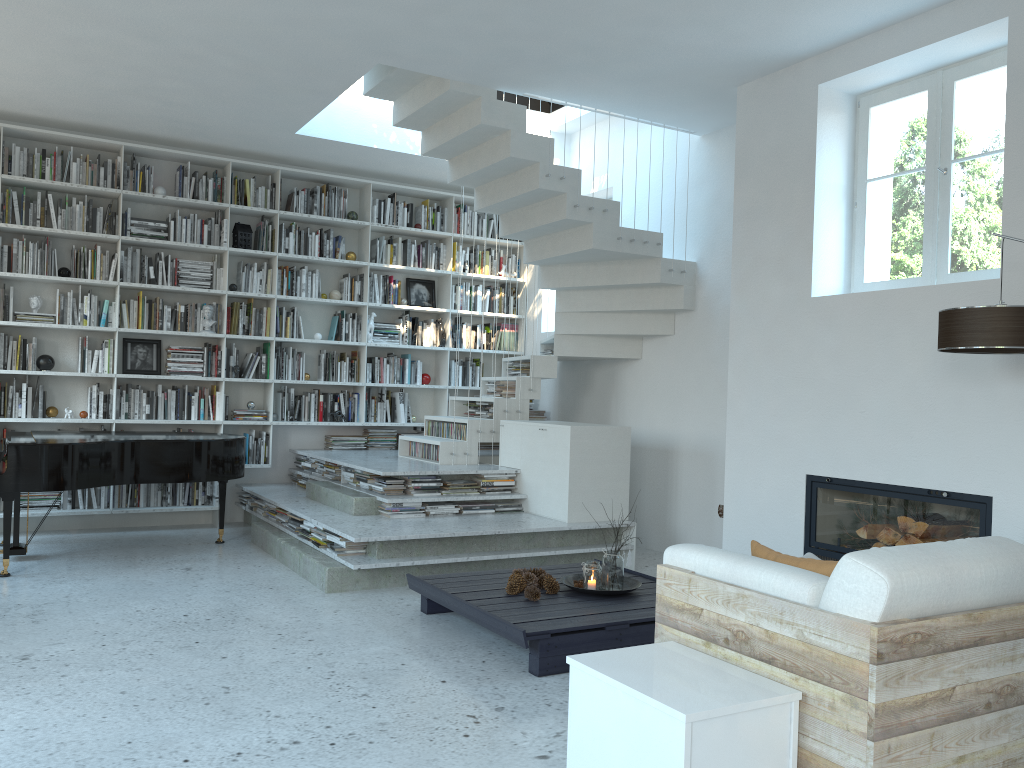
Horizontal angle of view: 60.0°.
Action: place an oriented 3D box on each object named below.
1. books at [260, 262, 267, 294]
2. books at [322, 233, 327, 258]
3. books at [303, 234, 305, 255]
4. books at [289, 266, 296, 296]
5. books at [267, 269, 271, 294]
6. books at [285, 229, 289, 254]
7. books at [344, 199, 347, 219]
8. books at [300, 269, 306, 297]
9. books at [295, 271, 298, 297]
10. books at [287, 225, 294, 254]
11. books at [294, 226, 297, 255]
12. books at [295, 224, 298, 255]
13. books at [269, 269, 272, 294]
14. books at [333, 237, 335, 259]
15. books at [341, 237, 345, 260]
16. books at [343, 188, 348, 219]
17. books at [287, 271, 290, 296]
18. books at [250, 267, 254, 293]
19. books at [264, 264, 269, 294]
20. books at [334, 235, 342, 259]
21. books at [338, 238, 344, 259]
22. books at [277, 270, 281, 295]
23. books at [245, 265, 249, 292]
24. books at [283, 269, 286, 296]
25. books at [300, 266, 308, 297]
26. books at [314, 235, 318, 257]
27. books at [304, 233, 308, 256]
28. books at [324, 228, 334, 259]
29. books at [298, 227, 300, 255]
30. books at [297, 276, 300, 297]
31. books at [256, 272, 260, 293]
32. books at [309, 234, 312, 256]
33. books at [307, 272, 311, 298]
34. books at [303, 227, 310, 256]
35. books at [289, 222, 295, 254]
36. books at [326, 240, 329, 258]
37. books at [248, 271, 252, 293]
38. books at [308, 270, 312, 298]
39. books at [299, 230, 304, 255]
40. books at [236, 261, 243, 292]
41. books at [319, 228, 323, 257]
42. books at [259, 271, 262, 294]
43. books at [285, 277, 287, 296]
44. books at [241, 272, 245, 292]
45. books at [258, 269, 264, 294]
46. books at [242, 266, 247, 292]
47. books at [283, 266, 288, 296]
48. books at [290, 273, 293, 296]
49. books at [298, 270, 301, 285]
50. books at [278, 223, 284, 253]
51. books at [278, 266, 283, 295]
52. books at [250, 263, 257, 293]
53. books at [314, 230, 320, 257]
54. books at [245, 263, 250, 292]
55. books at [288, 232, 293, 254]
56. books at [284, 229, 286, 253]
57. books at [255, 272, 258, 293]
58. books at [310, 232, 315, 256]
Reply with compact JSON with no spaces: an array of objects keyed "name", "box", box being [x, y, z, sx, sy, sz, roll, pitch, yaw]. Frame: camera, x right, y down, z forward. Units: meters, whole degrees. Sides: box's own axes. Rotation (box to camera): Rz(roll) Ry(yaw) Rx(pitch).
[{"name":"books","box":[-2.209,-0.923,7.846,0.028,0.293,0.154,2,0,-30]},{"name":"books","box":[-1.736,-1.245,8.100,0.030,0.238,0.185,2,0,-30]},{"name":"books","box":[-1.906,-1.240,8.024,0.014,0.215,0.132,2,0,-30]},{"name":"books","box":[-1.976,-0.909,7.961,0.014,0.280,0.177,2,0,-30]},{"name":"books","box":[-2.173,-0.890,7.846,0.028,0.230,0.176,2,0,-30]},{"name":"books","box":[-2.033,-1.259,7.941,0.026,0.243,0.148,2,0,-30]},{"name":"books","box":[-1.563,-1.591,8.191,0.014,0.209,0.188,2,0,-30]},{"name":"books","box":[-1.904,-0.897,7.998,0.030,0.263,0.182,2,0,-30]},{"name":"books","box":[-1.964,-0.887,7.975,0.022,0.237,0.164,2,0,-30]},{"name":"books","box":[-1.993,-1.278,7.962,0.011,0.283,0.173,2,0,-30]},{"name":"books","box":[-1.968,-1.269,7.968,0.010,0.268,0.166,2,0,-30]},{"name":"books","box":[-1.953,-1.282,7.994,0.021,0.296,0.138,2,0,-30]},{"name":"books","box":[-2.164,-0.894,7.869,0.026,0.238,0.173,2,0,-30]},{"name":"books","box":[-1.664,-1.230,8.148,0.030,0.213,0.156,2,0,-30]},{"name":"books","box":[-1.583,-1.235,8.212,0.026,0.229,0.140,2,0,-30]},{"name":"books","box":[-1.553,-1.640,8.198,0.006,0.306,0.163,2,0,-30]},{"name":"books","box":[-2.019,-0.888,7.957,0.013,0.236,0.157,2,0,-30]},{"name":"books","box":[-2.304,-0.898,7.790,0.023,0.236,0.178,2,0,-30]},{"name":"books","box":[-2.195,-0.915,7.852,0.025,0.277,0.173,2,0,-30]},{"name":"books","box":[-1.622,-1.240,8.159,0.054,0.235,0.171,2,0,-30]},{"name":"books","box":[-1.607,-1.229,8.178,0.048,0.216,0.182,2,0,-30]},{"name":"books","box":[-2.098,-0.894,7.925,0.030,0.242,0.138,2,0,-30]},{"name":"books","box":[-2.342,-0.907,7.774,0.028,0.250,0.164,2,0,-30]},{"name":"books","box":[-2.057,-0.895,7.925,0.014,0.248,0.176,2,0,-30]},{"name":"books","box":[-1.892,-0.913,8.035,0.027,0.295,0.159,2,0,-30]},{"name":"books","box":[-1.801,-1.233,8.052,0.021,0.209,0.180,2,0,-30]},{"name":"books","box":[-1.890,-1.244,8.037,0.028,0.223,0.142,2,0,-30]},{"name":"books","box":[-1.682,-1.267,8.121,0.029,0.285,0.183,2,0,-30]},{"name":"books","box":[-1.942,-1.272,8.008,0.012,0.276,0.133,2,0,-30]},{"name":"books","box":[-1.948,-0.864,7.995,0.025,0.194,0.171,2,0,-30]},{"name":"books","box":[-2.256,-0.877,7.809,0.027,0.196,0.185,2,0,-30]},{"name":"books","box":[-1.853,-1.239,8.052,0.025,0.216,0.144,2,0,-30]},{"name":"books","box":[-1.863,-0.886,8.035,0.025,0.245,0.183,2,0,-30]},{"name":"books","box":[-1.869,-1.273,8.044,0.013,0.284,0.154,2,0,-30]},{"name":"books","box":[-1.978,-1.289,7.963,0.014,0.307,0.152,2,0,-30]},{"name":"books","box":[-1.714,-1.216,8.118,0.027,0.181,0.176,2,0,-30]},{"name":"books","box":[-2.320,-0.885,7.787,0.023,0.207,0.171,2,0,-30]},{"name":"books","box":[-1.851,-0.894,8.064,0.024,0.262,0.133,2,0,-30]},{"name":"books","box":[-1.914,-1.254,7.997,0.027,0.241,0.160,2,0,-30]},{"name":"books","box":[-2.387,-0.926,7.755,0.018,0.285,0.159,2,0,-30]},{"name":"books","box":[-1.763,-1.270,8.105,0.012,0.285,0.159,2,0,-30]},{"name":"books","box":[-2.238,-0.883,7.820,0.029,0.211,0.157,2,0,-30]},{"name":"books","box":[-2.049,-0.860,7.944,0.021,0.179,0.136,2,0,-30]},{"name":"books","box":[-2.367,-0.875,7.743,0.028,0.185,0.181,2,0,-30]},{"name":"books","box":[-2.224,-0.894,7.836,0.024,0.234,0.149,2,0,-30]},{"name":"books","box":[-2.359,-0.904,7.770,0.024,0.242,0.159,2,0,-30]},{"name":"books","box":[-2.040,-0.912,7.967,0.014,0.284,0.135,2,0,-30]},{"name":"books","box":[-2.004,-0.877,7.968,0.026,0.216,0.161,2,0,-30]},{"name":"books","box":[-1.935,-0.895,8.009,0.011,0.257,0.131,2,0,-30]},{"name":"books","box":[-2.064,-1.281,7.913,0.012,0.285,0.159,2,0,-30]},{"name":"books","box":[-2.076,-0.911,7.932,0.014,0.278,0.154,2,0,-30]},{"name":"books","box":[-2.278,-0.917,7.780,0.028,0.275,0.186,2,0,-30]},{"name":"books","box":[-1.784,-1.260,8.079,0.012,0.264,0.156,2,0,-30]},{"name":"books","box":[-2.329,-0.919,7.782,0.019,0.275,0.146,2,0,-30]},{"name":"books","box":[-2.002,-1.240,7.938,0.026,0.208,0.181,2,0,-30]},{"name":"books","box":[-2.052,-1.258,7.937,0.012,0.239,0.138,2,0,-30]},{"name":"books","box":[-2.271,-0.877,7.797,0.024,0.195,0.173,2,0,-30]},{"name":"books","box":[-1.826,-1.248,8.054,0.023,0.237,0.149,2,0,-30]}]
